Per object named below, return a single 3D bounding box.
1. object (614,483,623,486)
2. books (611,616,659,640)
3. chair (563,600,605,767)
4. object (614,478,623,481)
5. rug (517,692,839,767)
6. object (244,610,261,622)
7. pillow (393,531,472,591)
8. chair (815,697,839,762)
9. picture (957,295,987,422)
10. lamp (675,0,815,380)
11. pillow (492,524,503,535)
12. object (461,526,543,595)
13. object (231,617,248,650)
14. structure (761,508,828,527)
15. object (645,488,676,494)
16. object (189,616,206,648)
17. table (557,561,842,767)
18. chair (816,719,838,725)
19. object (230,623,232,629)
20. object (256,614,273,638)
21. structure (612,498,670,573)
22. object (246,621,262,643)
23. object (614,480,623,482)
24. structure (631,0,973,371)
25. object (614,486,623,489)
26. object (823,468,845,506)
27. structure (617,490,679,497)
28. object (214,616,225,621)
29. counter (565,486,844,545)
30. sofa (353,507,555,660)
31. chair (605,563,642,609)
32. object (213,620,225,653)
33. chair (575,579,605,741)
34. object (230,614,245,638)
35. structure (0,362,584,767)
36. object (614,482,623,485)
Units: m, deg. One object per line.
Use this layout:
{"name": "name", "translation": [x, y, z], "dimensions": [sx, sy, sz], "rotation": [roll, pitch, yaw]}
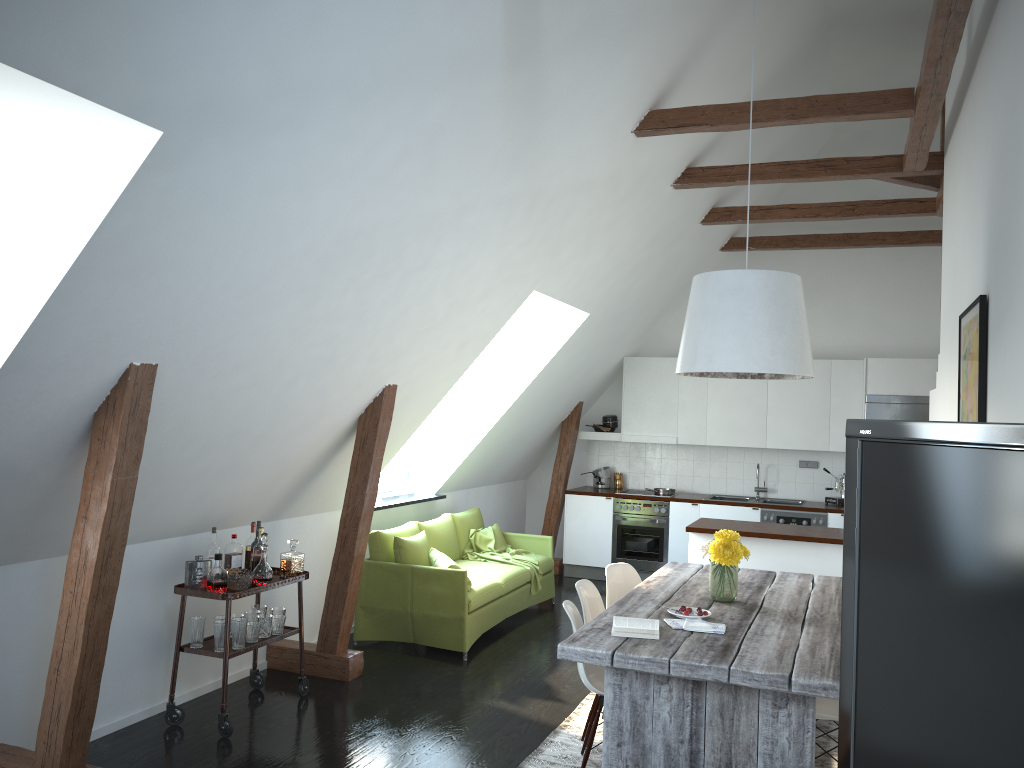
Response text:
{"name": "object", "translation": [1.183, 1.124, 9.843], "dimensions": [0.100, 0.048, 0.099], "rotation": [1, -2, 39]}
{"name": "books", "translation": [0.542, 1.060, 3.883], "dimensions": [0.202, 0.042, 0.251], "rotation": [2, -2, 9]}
{"name": "chair", "translation": [0.502, 1.475, 4.282], "dimensions": [0.542, 0.801, 0.465], "rotation": [2, -2, 7]}
{"name": "object", "translation": [1.180, 1.064, 9.849], "dimensions": [0.099, 0.057, 0.101], "rotation": [1, -2, 33]}
{"name": "rug", "translation": [1.120, 1.898, 4.482], "dimensions": [1.898, 0.022, 2.677], "rotation": [1, -2, 21]}
{"name": "object", "translation": [-1.492, 1.365, 5.088], "dimensions": [0.095, 0.119, 0.095], "rotation": [3, -2, -17]}
{"name": "pillow", "translation": [-0.539, 1.302, 6.519], "dimensions": [0.600, 0.387, 0.475], "rotation": [2, -2, 18]}
{"name": "chair", "translation": [1.489, 1.506, 4.081], "dimensions": [0.542, 0.801, 0.465], "rotation": [2, -2, 17]}
{"name": "picture", "translation": [2.173, 0.220, 4.207], "dimensions": [0.036, 1.181, 0.808], "rotation": [1, -2, 21]}
{"name": "lamp", "translation": [1.274, -1.444, 4.621], "dimensions": [0.757, 2.813, 0.697], "rotation": [3, -2, -19]}
{"name": "pillow", "translation": [-0.179, 1.425, 8.011], "dimensions": [0.210, 0.275, 0.462], "rotation": [2, -2, 19]}
{"name": "object", "translation": [-0.026, 1.537, 7.815], "dimensions": [0.722, 0.493, 0.711], "rotation": [2, -2, 16]}
{"name": "object", "translation": [-1.461, 1.337, 4.749], "dimensions": [0.087, 0.155, 0.087], "rotation": [2, -2, -6]}
{"name": "structure", "translation": [2.796, 1.596, 8.779], "dimensions": [0.612, 0.725, 0.582], "rotation": [1, -2, 21]}
{"name": "object", "translation": [1.566, 1.133, 9.436], "dimensions": [0.351, 0.061, 0.232], "rotation": [2, -2, -5]}
{"name": "object", "translation": [-1.684, 1.329, 4.742], "dimensions": [0.087, 0.155, 0.087], "rotation": [2, -2, -6]}
{"name": "table", "translation": [1.130, 1.513, 4.517], "dimensions": [1.141, 0.788, 2.421], "rotation": [1, -2, 21]}
{"name": "chair", "translation": [1.691, 1.529, 4.576], "dimensions": [0.542, 0.801, 0.465], "rotation": [1, -2, 27]}
{"name": "object", "translation": [-1.593, 1.364, 4.884], "dimensions": [0.092, 0.099, 0.092], "rotation": [2, -2, -1]}
{"name": "object", "translation": [-1.398, 1.365, 5.000], "dimensions": [0.095, 0.119, 0.095], "rotation": [3, -2, -17]}
{"name": "structure", "translation": [1.431, 1.569, 9.394], "dimensions": [0.583, 0.725, 0.749], "rotation": [1, -2, 21]}
{"name": "object", "translation": [-1.432, 1.371, 4.897], "dimensions": [0.092, 0.099, 0.092], "rotation": [2, -2, -1]}
{"name": "object", "translation": [1.181, 1.086, 9.849], "dimensions": [0.099, 0.043, 0.100], "rotation": [2, -2, 9]}
{"name": "structure", "translation": [2.332, -1.933, 0.775], "dimensions": [10.230, 3.562, 15.910], "rotation": [1, -2, 26]}
{"name": "object", "translation": [1.184, 1.146, 9.843], "dimensions": [0.100, 0.036, 0.100], "rotation": [2, -2, 17]}
{"name": "object", "translation": [3.272, 1.030, 8.929], "dimensions": [0.353, 0.370, 0.206], "rotation": [3, -2, -23]}
{"name": "structure", "translation": [1.437, 1.177, 9.395], "dimensions": [0.574, 0.041, 0.504], "rotation": [1, -2, 21]}
{"name": "object", "translation": [-1.562, 1.334, 4.774], "dimensions": [0.087, 0.155, 0.087], "rotation": [2, -2, -6]}
{"name": "counter", "translation": [1.843, 1.152, 8.055], "dimensions": [3.365, 0.038, 3.085], "rotation": [1, -2, 21]}
{"name": "sofa", "translation": [-0.366, 1.528, 7.266], "dimensions": [0.898, 0.825, 2.093], "rotation": [1, -2, 20]}
{"name": "chair", "translation": [0.813, 1.521, 5.337], "dimensions": [0.465, 0.801, 0.542], "rotation": [4, -3, -43]}
{"name": "object", "translation": [-1.533, 1.332, 4.681], "dimensions": [0.087, 0.155, 0.087], "rotation": [2, -2, -6]}
{"name": "chair", "translation": [0.603, 1.496, 4.799], "dimensions": [0.542, 0.801, 0.465], "rotation": [1, -2, 22]}
{"name": "object", "translation": [-1.555, 1.359, 4.984], "dimensions": [0.095, 0.119, 0.095], "rotation": [3, -2, -17]}
{"name": "structure", "translation": [-1.911, 0.810, 4.065], "dimensions": [1.023, 1.963, 12.350], "rotation": [1, -2, 21]}
{"name": "object", "translation": [1.182, 1.106, 9.845], "dimensions": [0.099, 0.051, 0.099], "rotation": [2, -2, 7]}
